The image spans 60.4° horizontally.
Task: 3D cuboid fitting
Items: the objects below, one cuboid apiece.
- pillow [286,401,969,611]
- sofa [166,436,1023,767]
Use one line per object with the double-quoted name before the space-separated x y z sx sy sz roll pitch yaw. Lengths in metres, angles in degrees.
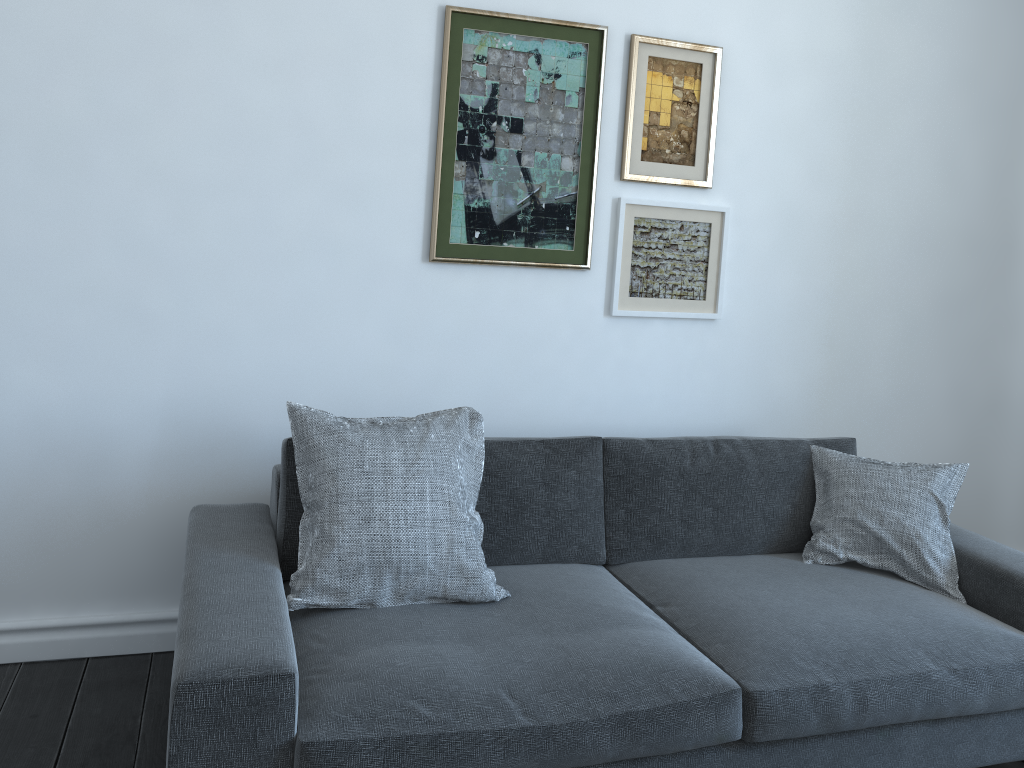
"pillow" 0.399 0.320 2.521 2.052 0.489 0.484 2 6 -14
"sofa" 0.353 0.573 2.409 2.369 0.718 1.097 1 8 -19
